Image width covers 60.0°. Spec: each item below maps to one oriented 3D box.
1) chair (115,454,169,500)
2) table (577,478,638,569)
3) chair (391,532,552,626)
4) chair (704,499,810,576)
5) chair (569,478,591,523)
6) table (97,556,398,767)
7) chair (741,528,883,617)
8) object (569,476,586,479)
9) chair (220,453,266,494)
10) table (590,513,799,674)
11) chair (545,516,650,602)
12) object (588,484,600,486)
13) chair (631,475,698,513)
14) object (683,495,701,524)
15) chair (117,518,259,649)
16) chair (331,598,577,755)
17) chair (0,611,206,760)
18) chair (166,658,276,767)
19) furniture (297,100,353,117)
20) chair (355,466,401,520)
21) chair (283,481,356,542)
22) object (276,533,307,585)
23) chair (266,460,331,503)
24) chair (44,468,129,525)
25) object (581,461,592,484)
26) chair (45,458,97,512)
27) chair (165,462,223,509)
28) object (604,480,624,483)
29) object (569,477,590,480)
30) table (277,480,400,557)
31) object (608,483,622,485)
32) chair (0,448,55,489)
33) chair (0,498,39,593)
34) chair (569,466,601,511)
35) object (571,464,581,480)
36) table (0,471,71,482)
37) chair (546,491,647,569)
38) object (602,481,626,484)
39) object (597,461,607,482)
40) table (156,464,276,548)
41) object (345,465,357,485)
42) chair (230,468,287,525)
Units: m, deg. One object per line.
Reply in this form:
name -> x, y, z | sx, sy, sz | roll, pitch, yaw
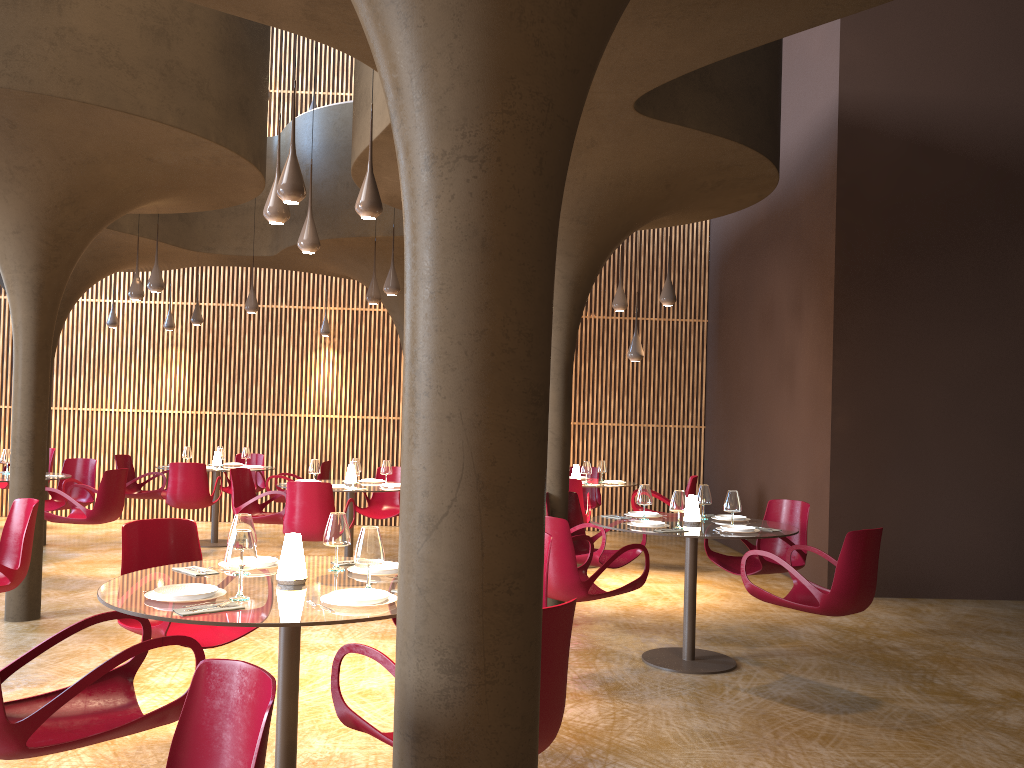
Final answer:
chair -> -5.364, 1.365, 12.981 | 0.872, 0.636, 0.625 | 2, -2, 3
table -> 0.856, 1.897, 12.114 | 1.672, 1.130, 1.673 | 1, -2, 18
chair -> -0.179, 1.181, 5.078 | 0.625, 0.636, 0.873 | 0, -2, 43
chair -> 2.250, 1.372, 7.947 | 0.873, 0.636, 0.625 | 3, -2, -35
chair -> 0.643, 1.451, 10.906 | 0.625, 0.635, 0.873 | 1, -2, 8
table -> -1.062, 1.508, 4.199 | 1.673, 1.130, 1.672 | 3, -3, -42
chair -> 2.172, 1.301, 6.308 | 0.625, 0.636, 0.872 | 3, -2, -40
object -> 0.944, 1.338, 12.649 | 0.263, 0.029, 0.263 | 1, -3, 25
chair -> -4.299, 1.448, 14.228 | 0.625, 0.635, 0.873 | 2, -2, -2
table -> 1.463, 1.711, 7.276 | 1.673, 1.130, 1.672 | 3, -2, -34
chair -> 0.499, 1.262, 6.526 | 0.873, 0.636, 0.625 | 3, -2, -40
object -> 1.058, 1.309, 11.501 | 0.126, 0.017, 0.262 | 1, -3, 19
chair -> 2.036, 1.531, 11.858 | 0.872, 0.636, 0.625 | 1, -2, 8
object -> 1.483, 1.030, 7.287 | 0.144, 0.232, 0.142 | 3, -2, -45
chair -> -1.866, 1.132, 5.083 | 0.872, 0.636, 0.625 | 0, -2, 43
chair -> -0.181, 1.112, 3.438 | 0.872, 0.636, 0.625 | 0, -2, 38
chair -> -1.737, 1.067, 3.448 | 0.873, 0.636, 0.625 | 3, -2, -42
chair -> -0.984, 1.028, 1.998 | 0.873, 0.636, 0.625 | 3, -2, -39
furniture -> -2.275, -3.044, 11.863 | 2.530, 1.047, 0.901 | 0, -2, 39
chair -> -1.637, 1.411, 11.528 | 0.625, 0.635, 0.873 | 1, -2, 8
chair -> -2.017, 1.302, 9.204 | 0.625, 0.635, 0.873 | 2, -2, 3
object -> -1.043, 0.827, 4.209 | 0.142, 0.232, 0.144 | 3, -2, -42
chair -> -3.109, 1.432, 13.031 | 0.872, 0.636, 0.625 | 2, -2, -2
chair -> -4.776, 1.254, 9.954 | 0.872, 0.636, 0.625 | 1, -2, 8
object -> 0.986, 1.173, 11.730 | 0.142, 0.295, 0.142 | 2, -1, 6
chair -> -5.741, 1.285, 11.340 | 0.625, 0.635, 0.873 | 1, -2, 8
chair -> -4.270, 1.350, 11.873 | 0.625, 0.635, 0.873 | 2, -2, -7
object -> 1.374, 1.321, 11.949 | 0.263, 0.029, 0.263 | 2, -2, -7
object -> 0.944, 1.347, 12.649 | 0.332, 0.014, 0.332 | 0, -3, 34
table -> -1.900, 1.743, 10.350 | 1.672, 1.130, 1.673 | 1, -2, 17
object -> 1.374, 1.331, 11.945 | 0.204, 0.012, 0.411 | 1, -2, 5
chair -> -7.776, 1.344, 14.142 | 0.625, 0.636, 0.873 | 0, -2, 38
chair -> -3.717, 1.119, 6.027 | 0.873, 0.636, 0.625 | 3, -2, -44
chair -> 1.004, 1.555, 13.133 | 0.625, 0.635, 0.873 | 1, -2, 13
object -> 0.876, 1.217, 12.125 | 0.144, 0.232, 0.142 | 2, -1, -7
table -> -6.004, 1.617, 10.162 | 1.672, 1.130, 1.673 | 1, -2, 17
chair -> 0.708, 1.336, 8.153 | 0.625, 0.636, 0.872 | 3, -2, -45
object -> 1.374, 1.330, 11.949 | 0.332, 0.014, 0.332 | 2, -2, -13
object -> 1.233, 1.197, 12.134 | 0.142, 0.295, 0.142 | 2, -1, -14
table -> -4.355, 1.785, 13.025 | 1.672, 1.130, 1.673 | 1, -2, 7
object -> -1.880, 1.063, 10.361 | 0.142, 0.232, 0.144 | 2, -1, -27
chair -> -2.902, 1.330, 10.484 | 0.872, 0.636, 0.625 | 1, -2, 13
